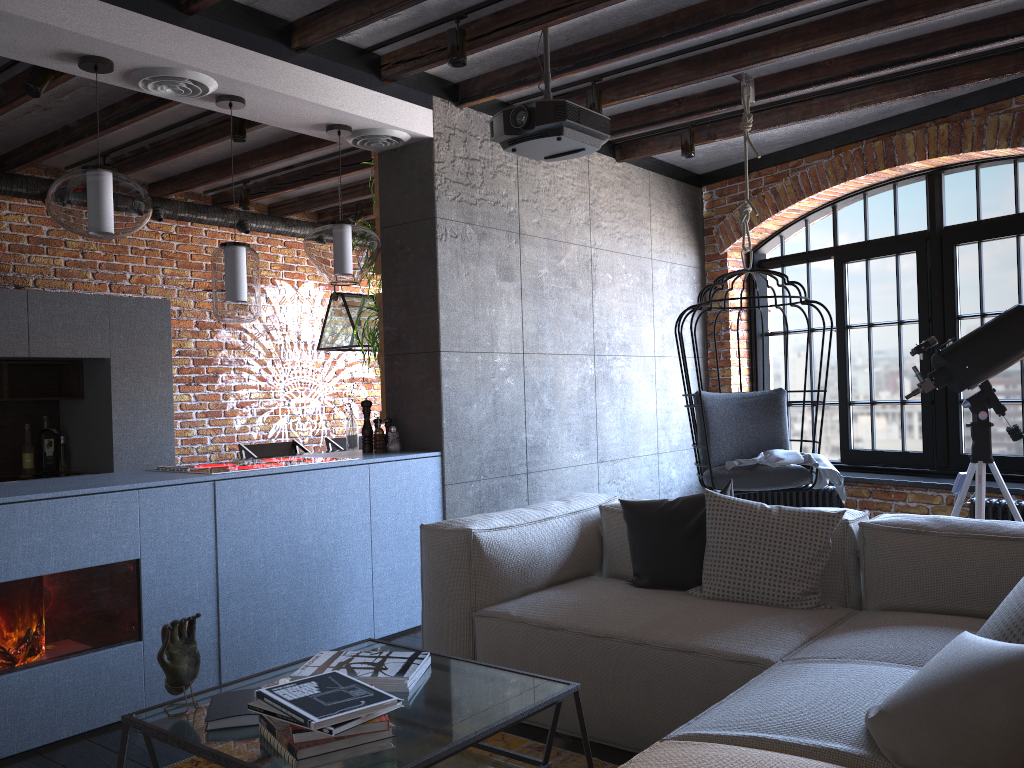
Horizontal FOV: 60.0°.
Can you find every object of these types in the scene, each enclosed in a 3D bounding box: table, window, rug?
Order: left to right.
[{"bbox_3d":[-0.749,1.163,1.992,1.432,0.013,2.364,-2,-1,39],"label":"rug"},{"bbox_3d":[-0.360,0.942,2.103,0.842,0.388,0.848,-2,-1,39],"label":"table"},{"bbox_3d":[-0.913,0.848,6.391,0.905,0.737,1.887,-2,-1,39],"label":"table"},{"bbox_3d":[2.655,-0.386,5.505,0.177,2.233,3.293,-2,0,-34],"label":"window"}]

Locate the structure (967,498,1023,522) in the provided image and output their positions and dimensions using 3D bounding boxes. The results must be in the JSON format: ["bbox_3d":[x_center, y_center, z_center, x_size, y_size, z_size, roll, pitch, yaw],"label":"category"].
[{"bbox_3d":[2.823,0.844,4.426,0.106,0.476,1.115,-2,0,-34],"label":"structure"}]

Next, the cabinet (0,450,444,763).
[{"bbox_3d":[-1.497,0.788,3.474,0.607,0.844,2.960,-2,-1,39],"label":"cabinet"}]

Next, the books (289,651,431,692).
[{"bbox_3d":[-0.385,0.736,2.283,0.309,0.038,0.225,-2,-1,9],"label":"books"}]

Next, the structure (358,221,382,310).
[{"bbox_3d":[-0.689,-0.711,5.113,0.570,0.620,0.422,-2,0,8],"label":"structure"}]

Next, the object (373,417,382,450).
[{"bbox_3d":[-0.699,0.262,4.623,0.048,0.180,0.048,-2,0,-1],"label":"object"}]

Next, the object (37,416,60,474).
[{"bbox_3d":[-2.985,0.389,5.723,0.095,0.369,0.109,-2,0,39],"label":"object"}]

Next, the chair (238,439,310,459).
[{"bbox_3d":[-1.589,0.828,6.419,0.610,0.818,0.495,-2,0,39],"label":"chair"}]

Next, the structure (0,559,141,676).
[{"bbox_3d":[-1.751,0.820,2.966,0.332,0.394,0.944,-2,-1,39],"label":"structure"}]

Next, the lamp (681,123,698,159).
[{"bbox_3d":[1.086,-1.476,5.389,0.121,0.184,0.082,-2,0,32],"label":"lamp"}]

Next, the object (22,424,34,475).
[{"bbox_3d":[-3.071,0.414,5.626,0.063,0.323,0.063,-2,0,-3],"label":"object"}]

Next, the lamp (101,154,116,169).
[{"bbox_3d":[-2.576,-1.344,5.622,0.093,0.210,0.148,-2,0,26],"label":"lamp"}]

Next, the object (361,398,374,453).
[{"bbox_3d":[-0.746,0.211,4.567,0.061,0.283,0.061,-2,0,-37],"label":"object"}]

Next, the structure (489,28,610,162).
[{"bbox_3d":[0.162,-1.415,3.849,0.409,0.816,0.464,-2,0,39],"label":"structure"}]

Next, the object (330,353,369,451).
[{"bbox_3d":[-1.135,0.129,6.276,0.194,0.708,0.443,-2,0,-36],"label":"object"}]

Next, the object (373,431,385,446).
[{"bbox_3d":[-0.952,0.409,6.346,0.086,0.140,0.086,-2,0,11],"label":"object"}]

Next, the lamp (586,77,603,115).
[{"bbox_3d":[0.423,-1.460,4.559,0.083,0.188,0.116,-2,0,2],"label":"lamp"}]

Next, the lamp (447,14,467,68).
[{"bbox_3d":[-0.220,-1.450,3.756,0.119,0.184,0.082,-2,0,35],"label":"lamp"}]

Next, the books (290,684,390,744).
[{"bbox_3d":[-0.373,0.693,1.875,0.190,0.023,0.239,-2,-1,-17],"label":"books"}]

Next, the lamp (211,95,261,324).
[{"bbox_3d":[-1.185,-0.737,3.781,0.198,0.955,0.195,-2,0,-21],"label":"lamp"}]

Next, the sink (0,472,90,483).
[{"bbox_3d":[-3.011,0.524,5.267,0.381,0.287,0.827,-2,-1,39],"label":"sink"}]

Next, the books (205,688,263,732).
[{"bbox_3d":[-0.630,0.744,2.035,0.129,0.029,0.182,-2,-1,-14],"label":"books"}]

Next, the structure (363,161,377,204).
[{"bbox_3d":[-0.560,-1.082,5.021,0.570,0.620,0.422,-2,0,28],"label":"structure"}]

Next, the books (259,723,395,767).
[{"bbox_3d":[-0.393,0.738,1.864,0.209,0.024,0.247,-1,-1,-32],"label":"books"}]

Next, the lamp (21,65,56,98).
[{"bbox_3d":[-2.101,-1.375,3.942,0.093,0.210,0.145,-2,0,31],"label":"lamp"}]

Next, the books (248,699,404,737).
[{"bbox_3d":[-0.392,0.675,1.866,0.268,0.014,0.196,-2,-1,37],"label":"books"}]

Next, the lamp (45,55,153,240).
[{"bbox_3d":[-1.546,-0.875,3.316,0.364,0.665,0.364,-2,0,22],"label":"lamp"}]

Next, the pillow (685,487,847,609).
[{"bbox_3d":[0.870,0.561,3.054,0.543,0.402,0.250,-2,0,21],"label":"pillow"}]

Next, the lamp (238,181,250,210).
[{"bbox_3d":[-1.946,-1.367,6.442,0.083,0.189,0.123,-2,0,-17],"label":"lamp"}]

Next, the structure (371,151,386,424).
[{"bbox_3d":[0.213,-0.163,5.973,0.206,2.381,2.829,-2,0,39],"label":"structure"}]

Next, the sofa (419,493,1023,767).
[{"bbox_3d":[0.241,0.813,2.076,2.536,0.697,3.300,-2,-1,38],"label":"sofa"}]

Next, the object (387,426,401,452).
[{"bbox_3d":[-0.604,0.280,4.530,0.069,0.135,0.069,-2,0,19],"label":"object"}]

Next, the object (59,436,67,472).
[{"bbox_3d":[-2.930,0.455,5.785,0.047,0.235,0.047,-2,0,26],"label":"object"}]

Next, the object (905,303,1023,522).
[{"bbox_3d":[2.214,0.361,4.294,0.616,1.471,0.570,-2,0,-25],"label":"object"}]

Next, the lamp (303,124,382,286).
[{"bbox_3d":[-0.814,-0.848,4.228,0.367,0.747,0.367,-2,0,2],"label":"lamp"}]

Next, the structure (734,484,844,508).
[{"bbox_3d":[1.769,0.892,5.974,0.106,0.476,1.115,-2,0,-34],"label":"structure"}]

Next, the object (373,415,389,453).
[{"bbox_3d":[-0.665,0.253,4.515,0.081,0.192,0.058,-2,0,-10],"label":"object"}]

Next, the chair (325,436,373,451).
[{"bbox_3d":[-1.093,0.818,7.038,0.610,0.818,0.495,-2,0,39],"label":"chair"}]

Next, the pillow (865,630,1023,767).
[{"bbox_3d":[0.874,0.588,1.712,0.358,0.314,0.485,-2,0,-8],"label":"pillow"}]

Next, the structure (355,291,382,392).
[{"bbox_3d":[-0.620,-0.234,5.112,0.570,0.620,0.422,-2,0,-32],"label":"structure"}]

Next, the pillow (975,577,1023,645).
[{"bbox_3d":[1.157,0.552,1.957,0.293,0.354,0.495,-2,0,24],"label":"pillow"}]

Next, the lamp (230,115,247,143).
[{"bbox_3d":[-1.472,-1.401,4.750,0.082,0.184,0.116,-2,0,-1],"label":"lamp"}]

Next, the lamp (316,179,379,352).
[{"bbox_3d":[-0.850,-0.882,6.540,0.465,1.267,1.258,-2,0,39],"label":"lamp"}]

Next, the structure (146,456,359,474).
[{"bbox_3d":[-1.140,0.368,3.948,0.504,0.057,0.763,-2,-1,39],"label":"structure"}]

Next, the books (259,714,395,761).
[{"bbox_3d":[-0.393,0.715,1.863,0.209,0.023,0.251,-1,-1,-32],"label":"books"}]

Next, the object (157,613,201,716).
[{"bbox_3d":[-0.773,0.651,2.070,0.093,0.223,0.099,-2,0,-12],"label":"object"}]

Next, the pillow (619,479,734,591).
[{"bbox_3d":[0.622,0.558,3.285,0.538,0.417,0.238,-2,0,28],"label":"pillow"}]

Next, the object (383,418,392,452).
[{"bbox_3d":[-0.642,0.260,4.595,0.048,0.180,0.048,-2,0,22],"label":"object"}]

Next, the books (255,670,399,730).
[{"bbox_3d":[-0.392,0.660,1.866,0.196,0.014,0.268,-1,-1,-40],"label":"books"}]

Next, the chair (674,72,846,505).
[{"bbox_3d":[1.243,-0.487,4.686,0.802,2.220,0.682,-2,0,-6],"label":"chair"}]

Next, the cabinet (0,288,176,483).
[{"bbox_3d":[-3.789,0.387,4.400,0.713,1.808,4.174,-2,0,39],"label":"cabinet"}]

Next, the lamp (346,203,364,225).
[{"bbox_3d":[-1.278,-1.375,7.238,0.093,0.201,0.162,-2,0,32],"label":"lamp"}]
